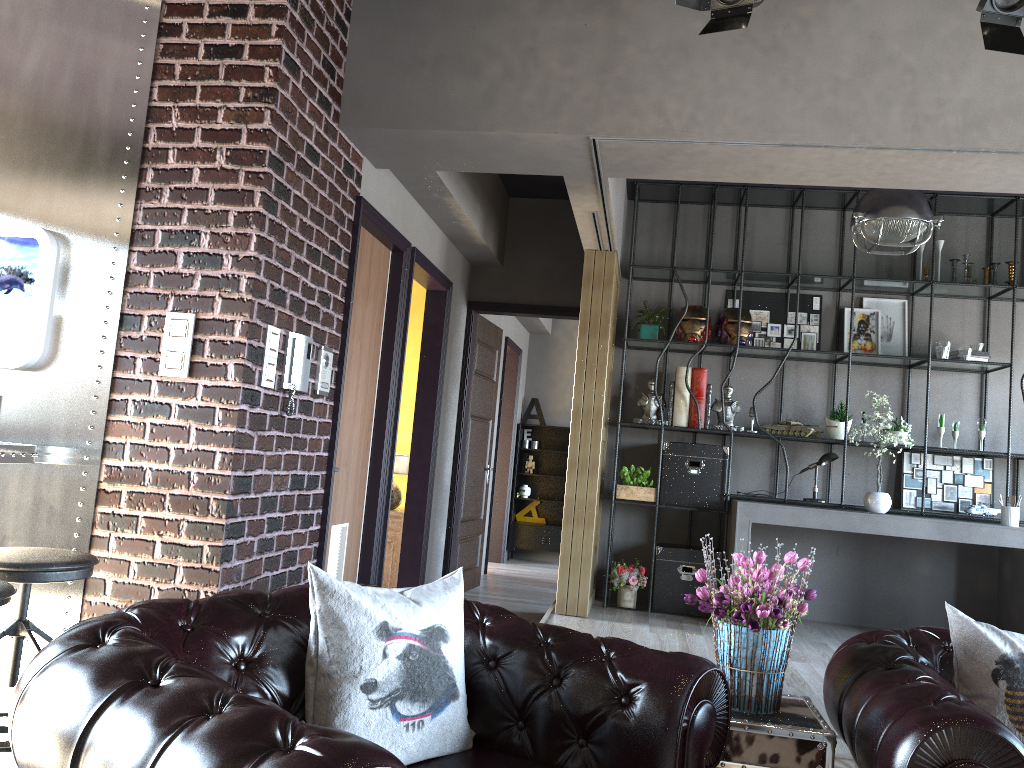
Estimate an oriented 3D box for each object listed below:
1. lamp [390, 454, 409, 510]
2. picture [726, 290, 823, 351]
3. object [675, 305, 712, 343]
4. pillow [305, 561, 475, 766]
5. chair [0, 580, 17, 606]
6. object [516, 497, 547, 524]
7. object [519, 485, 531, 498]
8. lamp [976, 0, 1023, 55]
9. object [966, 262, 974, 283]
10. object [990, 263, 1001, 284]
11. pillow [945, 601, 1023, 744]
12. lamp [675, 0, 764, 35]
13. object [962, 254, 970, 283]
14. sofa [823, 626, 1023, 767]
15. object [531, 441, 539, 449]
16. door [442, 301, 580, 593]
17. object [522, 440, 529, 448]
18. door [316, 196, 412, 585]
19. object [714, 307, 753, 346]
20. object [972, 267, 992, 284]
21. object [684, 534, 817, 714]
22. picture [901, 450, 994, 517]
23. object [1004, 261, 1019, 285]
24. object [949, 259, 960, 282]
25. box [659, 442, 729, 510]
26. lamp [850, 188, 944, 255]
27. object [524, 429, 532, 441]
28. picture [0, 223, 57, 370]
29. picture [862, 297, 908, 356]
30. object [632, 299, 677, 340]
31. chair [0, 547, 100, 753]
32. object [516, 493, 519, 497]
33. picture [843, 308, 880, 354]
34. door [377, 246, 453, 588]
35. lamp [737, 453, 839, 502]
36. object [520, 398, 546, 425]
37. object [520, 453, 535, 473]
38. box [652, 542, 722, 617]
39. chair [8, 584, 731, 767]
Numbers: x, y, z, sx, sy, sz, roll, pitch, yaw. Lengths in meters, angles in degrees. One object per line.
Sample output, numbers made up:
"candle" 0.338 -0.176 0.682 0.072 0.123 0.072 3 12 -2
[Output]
"lamp" -0.999 1.073 6.992 0.291 1.046 0.440 7 -6 -18
"picture" 2.090 -0.490 7.104 0.749 0.504 0.058 4 -6 9
"object" 1.422 -0.460 6.935 0.280 0.328 0.399 4 -5 14
"pillow" -0.301 0.716 2.309 0.540 0.503 0.290 10 -7 -43
"chair" -1.625 0.925 2.371 0.450 0.775 0.450 10 -7 -41
"object" 0.249 1.573 11.114 0.393 0.321 0.057 4 -6 9
"object" 0.158 1.333 11.004 0.139 0.162 0.139 8 -6 -26
"lamp" 1.901 -1.513 3.384 0.359 0.526 0.540 6 -5 -6
"object" 3.495 -0.815 6.785 0.080 0.226 0.080 7 -6 -18
"object" 3.652 -0.811 6.712 0.084 0.233 0.084 6 -6 -10
"pillow" 1.510 0.889 2.512 0.528 0.469 0.283 4 -5 12
"lamp" 0.890 -1.597 3.543 0.359 0.513 0.558 2 -6 29
"object" 3.394 -0.846 6.631 0.100 0.244 0.100 3 -6 18
"sofa" 2.153 1.225 2.310 2.566 0.839 1.237 4 -5 8
"object" 0.284 0.770 11.157 0.095 0.101 0.095 2 -6 31
"door" 0.140 0.645 7.933 1.150 2.547 1.127 4 -5 9
"object" 0.171 0.761 11.175 0.095 0.101 0.095 2 -6 31
"door" -0.930 0.313 5.040 0.219 2.543 1.001 4 -5 9
"object" 1.736 -0.436 6.885 0.280 0.328 0.399 5 -5 -1
"object" 3.537 -0.789 6.613 0.189 0.152 0.189 2 -6 32
"object" 0.700 0.690 2.585 0.349 0.484 0.351 1 -7 39
"picture" 3.315 0.756 6.749 0.665 0.448 0.051 4 -6 9
"object" 3.719 -0.814 6.603 0.130 0.233 0.130 6 -5 -13
"object" 3.346 -0.838 6.711 0.084 0.233 0.084 1 -7 36
"box" 1.397 0.699 6.844 0.489 0.481 0.373 4 -5 9
"lamp" 2.346 -1.389 5.510 0.534 1.150 0.515 6 -6 -14
"object" 0.201 0.645 11.226 0.107 0.151 0.055 4 -5 9
"picture" -2.113 -0.367 3.678 0.412 0.600 0.047 4 -6 9
"picture" 2.917 -0.421 6.942 0.332 0.515 0.118 4 -6 9
"object" 1.086 -0.486 7.003 0.324 0.340 0.295 9 -6 -35
"chair" -1.683 0.967 2.997 0.438 0.782 0.438 6 -5 -12
"object" 0.067 1.367 10.932 0.031 0.054 0.042 9 -6 -36
"picture" 2.732 -0.388 6.923 0.268 0.414 0.101 4 -6 9
"door" -1.191 0.388 6.258 1.098 2.547 1.148 4 -5 9
"lamp" 2.107 0.687 6.765 0.740 0.371 0.204 2 -6 33
"object" 0.282 0.352 11.244 0.343 0.345 0.057 4 -6 9
"object" 0.192 0.984 11.056 0.190 0.254 0.129 4 -5 7
"box" 1.327 1.479 6.768 0.489 0.481 0.373 4 -5 9
"chair" -0.347 0.982 2.117 1.245 0.846 1.490 1 -6 39
